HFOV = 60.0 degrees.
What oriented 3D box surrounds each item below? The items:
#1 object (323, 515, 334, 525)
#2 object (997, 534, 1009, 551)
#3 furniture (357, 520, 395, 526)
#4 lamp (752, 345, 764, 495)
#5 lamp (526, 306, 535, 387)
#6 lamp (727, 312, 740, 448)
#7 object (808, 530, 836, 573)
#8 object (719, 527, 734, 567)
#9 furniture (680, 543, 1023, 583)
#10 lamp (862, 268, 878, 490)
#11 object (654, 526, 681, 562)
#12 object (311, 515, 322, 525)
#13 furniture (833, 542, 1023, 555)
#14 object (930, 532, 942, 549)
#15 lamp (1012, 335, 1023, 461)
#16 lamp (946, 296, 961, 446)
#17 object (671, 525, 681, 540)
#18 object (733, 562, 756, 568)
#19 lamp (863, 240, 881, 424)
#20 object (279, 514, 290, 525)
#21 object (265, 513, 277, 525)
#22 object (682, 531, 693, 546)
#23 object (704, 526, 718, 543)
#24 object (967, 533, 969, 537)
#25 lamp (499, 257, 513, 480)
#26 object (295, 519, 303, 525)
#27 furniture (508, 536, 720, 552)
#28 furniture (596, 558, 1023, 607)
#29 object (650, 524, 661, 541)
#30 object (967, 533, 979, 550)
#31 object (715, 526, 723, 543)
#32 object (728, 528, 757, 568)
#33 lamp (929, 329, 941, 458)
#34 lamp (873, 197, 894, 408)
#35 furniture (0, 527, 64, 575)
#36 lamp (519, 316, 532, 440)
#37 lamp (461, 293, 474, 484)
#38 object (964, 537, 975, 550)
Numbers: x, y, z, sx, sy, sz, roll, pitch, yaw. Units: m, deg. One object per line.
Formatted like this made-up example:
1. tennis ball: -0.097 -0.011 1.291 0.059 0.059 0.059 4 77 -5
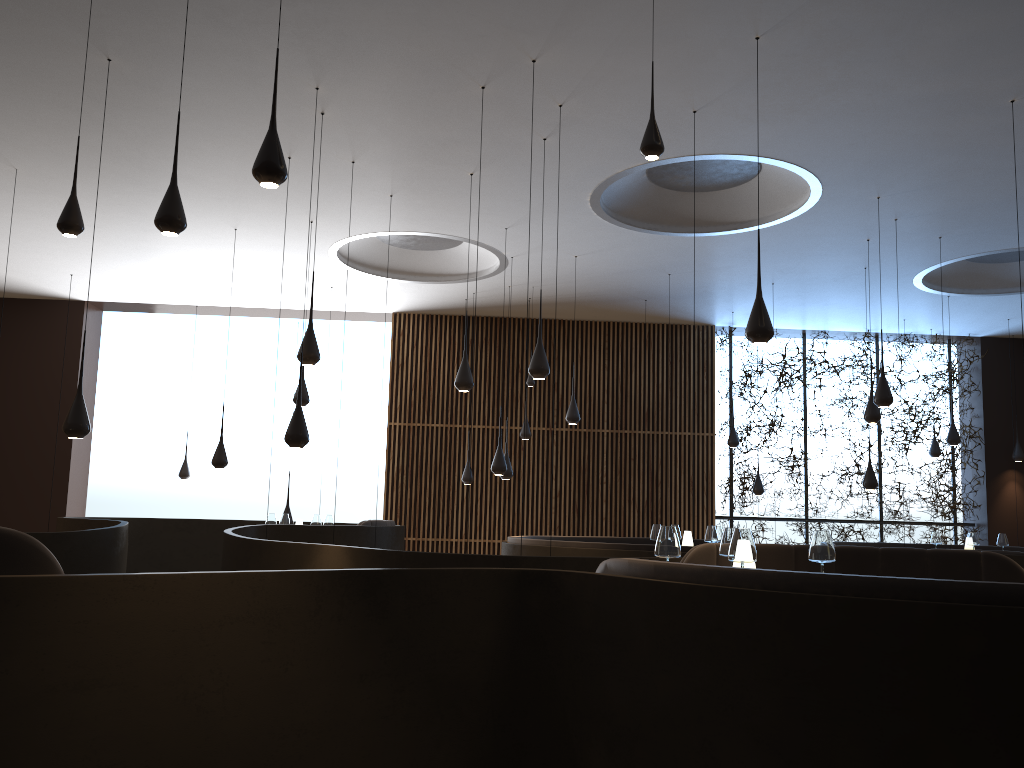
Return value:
1. object: -2.413 1.872 11.670 0.142 0.294 0.142 7 -9 -35
2. object: 6.694 2.191 12.093 0.142 0.294 0.142 -5 -10 40
3. furniture: -2.025 2.329 11.739 0.931 1.057 2.540 3 -8 -7
4. lamp: 4.126 0.381 14.879 0.196 2.951 0.196 -3 -8 32
5. lamp: 0.296 -0.710 13.210 0.133 1.504 0.133 3 -7 -8
6. lamp: 3.593 -0.075 14.403 0.196 2.217 0.196 -3 -8 32
7. object: 1.673 0.939 4.784 0.142 0.294 0.142 -5 -10 42
8. object: 1.287 0.991 5.200 0.142 0.294 0.142 2 -7 -4
9. furniture: 2.394 1.677 6.210 2.531 1.057 0.934 1 -8 2
10. lamp: 4.691 -0.089 11.685 0.196 2.951 0.196 3 -7 -8
11. object: 0.844 0.918 4.802 0.142 0.294 0.142 9 -10 -43
12. object: -2.454 1.785 11.107 0.142 0.294 0.142 2 -7 0
13. furniture: 6.222 2.721 11.903 3.794 1.044 3.893 6 -10 -26
14. object: 5.901 2.205 12.337 0.142 0.294 0.142 3 -8 -9
15. lamp: 8.826 0.242 15.533 0.196 2.217 0.196 -1 -8 22
16. lamp: 6.461 -0.202 13.047 0.196 2.217 0.196 4 -8 -18
17. object: 1.829 1.731 9.963 0.142 0.294 0.142 7 -9 -36
18. object: 1.253 0.958 4.782 0.142 0.231 0.145 6 -9 -29
19. lamp: 4.272 -0.636 10.570 0.196 2.217 0.196 -3 -8 32
20. object: -3.009 1.863 11.720 0.142 0.294 0.142 6 -9 -30
21. object: -3.057 1.790 11.252 0.142 0.294 0.142 2 -7 -6
22. object: 1.906 1.711 9.614 0.144 0.231 0.143 0 -8 12
23. object: 2.076 1.627 9.238 0.142 0.294 0.142 6 -9 -32
24. object: 6.492 2.250 12.520 0.142 0.294 0.142 2 -7 -3
25. lamp: -0.039 -0.227 11.641 0.196 2.951 0.196 -5 -10 42
26. object: -2.741 1.854 11.409 0.142 0.231 0.145 -1 -8 18
27. furniture: 1.835 2.266 9.560 3.794 1.114 3.890 6 -10 -28
28. furniture: 2.449 1.353 3.828 3.934 1.044 1.987 3 -8 -6
29. object: 1.538 1.640 9.421 0.142 0.294 0.142 8 -10 -41
30. object: 6.157 2.136 11.832 0.142 0.294 0.142 3 -8 -10
31. object: 2.274 1.718 9.798 0.142 0.294 0.142 -1 -8 18
32. object: 1.155 0.873 4.446 0.142 0.294 0.142 0 -8 14
33. lamp: 7.239 0.153 15.238 0.196 2.217 0.196 -1 -8 22
34. lamp: 3.827 -0.861 9.195 0.196 2.217 0.196 -3 -8 32
35. furniture: -3.884 1.038 3.326 4.241 1.118 1.474 0 -8 10
36. lamp: 0.242 -0.229 14.009 0.196 2.217 0.196 -1 -8 22
37. lamp: -0.632 0.052 13.585 0.196 2.951 0.196 4 -8 -18
38. object: 6.303 2.229 12.216 0.144 0.231 0.143 5 -8 -23
